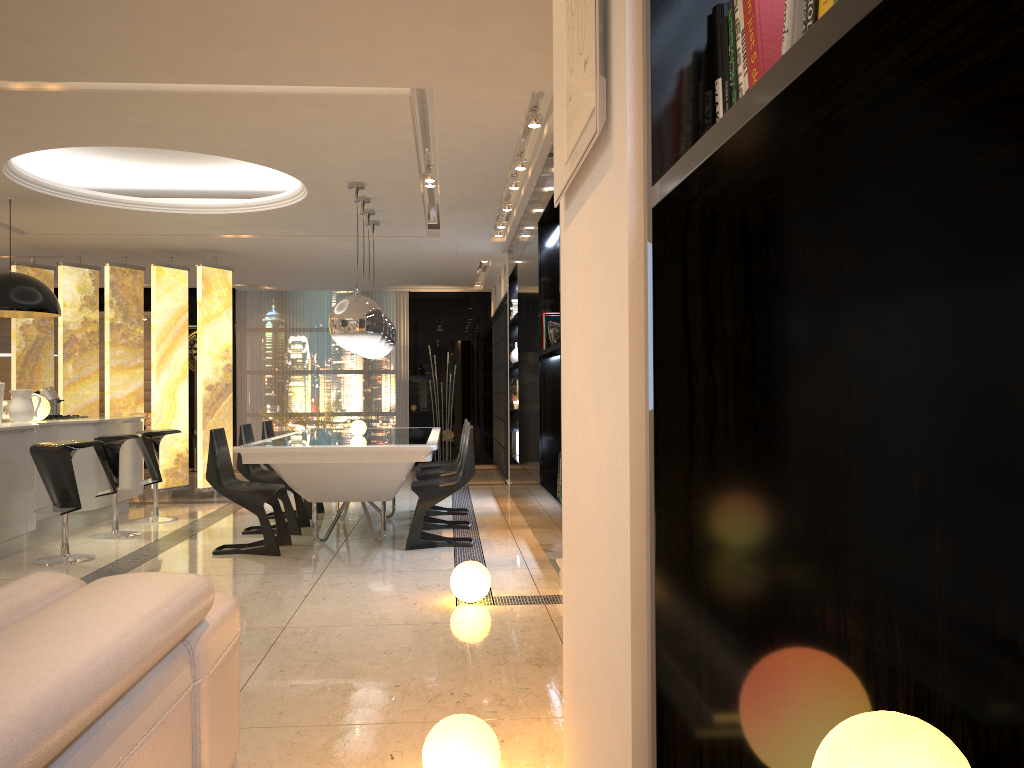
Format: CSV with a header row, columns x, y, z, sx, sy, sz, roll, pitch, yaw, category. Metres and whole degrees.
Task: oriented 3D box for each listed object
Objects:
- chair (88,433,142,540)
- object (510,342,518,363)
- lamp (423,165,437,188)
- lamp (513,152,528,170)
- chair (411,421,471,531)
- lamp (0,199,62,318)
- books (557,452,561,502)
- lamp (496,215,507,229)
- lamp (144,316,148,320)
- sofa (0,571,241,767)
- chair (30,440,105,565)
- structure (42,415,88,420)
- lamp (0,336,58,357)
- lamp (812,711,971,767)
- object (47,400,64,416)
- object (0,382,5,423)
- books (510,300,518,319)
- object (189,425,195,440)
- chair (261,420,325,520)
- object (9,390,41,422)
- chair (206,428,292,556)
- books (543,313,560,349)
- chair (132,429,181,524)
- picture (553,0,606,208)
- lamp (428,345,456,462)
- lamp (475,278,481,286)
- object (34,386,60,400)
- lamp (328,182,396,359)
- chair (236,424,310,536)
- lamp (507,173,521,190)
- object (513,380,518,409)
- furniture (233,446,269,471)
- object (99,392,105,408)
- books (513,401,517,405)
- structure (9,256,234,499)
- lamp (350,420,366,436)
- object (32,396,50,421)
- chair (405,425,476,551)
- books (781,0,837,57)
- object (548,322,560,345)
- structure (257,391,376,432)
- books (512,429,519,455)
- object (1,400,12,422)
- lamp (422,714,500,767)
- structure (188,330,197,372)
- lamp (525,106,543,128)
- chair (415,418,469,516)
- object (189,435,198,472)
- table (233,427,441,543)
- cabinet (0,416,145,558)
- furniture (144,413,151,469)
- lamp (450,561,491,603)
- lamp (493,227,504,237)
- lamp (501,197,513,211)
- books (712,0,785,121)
x,y,z,sx,sy,sz,roll,pitch,yaw,category
-3.090,0.787,6.907,0.380,0.789,0.380,0,-1,-21,chair
0.086,-0.407,9.262,0.210,0.395,0.180,0,-1,-1,object
-0.616,-1.561,6.665,0.107,0.127,0.271,0,-1,-4,lamp
0.060,-1.569,6.241,0.107,0.127,0.107,0,-1,-23,lamp
-0.579,0.740,7.271,0.496,0.858,0.523,0,-1,-4,chair
-3.906,-0.991,6.904,0.710,0.898,0.710,0,-1,6,lamp
0.388,0.555,5.335,0.222,0.296,0.345,0,-1,-4,books
-0.101,-1.548,8.458,0.107,0.127,0.107,0,-1,-23,lamp
-5.762,-1.066,13.903,0.107,0.127,0.107,0,-1,-23,lamp
-1.106,0.735,0.878,1.145,0.754,2.328,0,-1,-4,sofa
-2.978,0.777,5.909,0.380,0.789,0.380,-1,-1,29,chair
-4.235,0.301,7.991,0.502,0.026,0.811,0,-1,-4,structure
-6.527,-0.859,11.130,1.578,0.995,0.939,0,-1,-4,lamp
0.514,0.554,1.194,0.212,0.214,0.213,-1,-1,35,lamp
-4.210,0.214,7.993,0.266,0.147,0.253,-1,-1,39,object
-4.062,0.136,6.812,0.288,0.330,0.288,0,-1,13,object
0.103,-0.778,9.278,0.259,0.188,0.302,0,-1,3,books
-4.506,0.744,12.794,0.330,0.297,0.032,0,-1,-4,object
-1.955,0.755,7.917,0.496,0.858,0.523,0,-1,-4,chair
-3.847,0.173,6.993,0.211,0.254,0.183,0,-1,-42,object
-1.831,0.738,6.206,0.496,0.858,0.523,0,-1,-4,chair
0.331,-0.373,6.233,0.210,0.270,0.236,0,-1,-4,books
-3.111,0.795,7.741,0.380,0.789,0.380,0,-1,-36,chair
0.133,-0.790,1.828,0.027,0.729,0.610,0,-1,-4,picture
-1.032,0.327,13.194,0.418,1.801,0.200,0,-1,-4,lamp
-0.503,-1.502,13.017,0.107,0.127,0.107,0,-1,-23,lamp
-4.218,0.128,7.991,0.249,0.212,0.256,-1,-1,31,object
-1.184,-0.841,7.168,0.408,1.226,1.827,0,-1,-4,lamp
-1.893,0.747,7.070,0.496,0.858,0.523,0,-1,-4,chair
0.016,-1.564,6.836,0.107,0.127,0.107,0,-1,-23,lamp
0.107,0.094,8.881,0.177,0.311,0.177,0,-1,-4,object
-3.697,1.061,12.842,0.735,0.357,0.735,0,-1,-2,furniture
-6.490,0.462,13.911,0.390,0.718,0.388,0,-1,-13,object
0.118,0.213,9.261,0.209,0.073,0.266,0,-1,-1,books
-4.085,-0.066,9.357,2.180,2.555,0.448,0,-1,-4,structure
-1.219,0.349,7.035,0.125,0.125,0.125,0,-1,-44,lamp
-3.879,0.197,7.218,0.212,0.214,0.213,0,-1,-44,object
-0.518,0.732,6.424,0.496,0.858,0.523,0,-1,-4,chair
0.428,-0.429,0.997,0.212,0.261,0.210,0,-1,-4,books
0.337,-0.327,5.921,0.193,0.177,0.375,0,-1,-3,object
-2.745,0.660,12.504,1.282,1.142,1.275,-1,-1,42,structure
0.112,0.607,9.325,0.210,0.270,0.236,0,-1,-4,books
-4.087,0.217,7.132,0.211,0.174,0.211,-1,-1,43,object
-0.138,1.014,2.418,0.212,0.214,0.213,-1,-1,35,lamp
-4.568,-0.480,13.175,0.669,0.669,0.048,0,-1,-4,structure
0.132,-1.579,5.239,0.107,0.127,0.107,0,-1,-23,lamp
-0.637,0.748,8.076,0.496,0.858,0.523,0,-1,-4,chair
-4.497,0.991,12.697,0.261,0.508,0.325,0,-1,-4,object
-1.229,0.792,7.124,1.293,0.759,3.031,0,-1,-4,table
-3.952,0.744,6.853,1.046,0.887,3.752,0,-1,-4,cabinet
-5.732,0.857,13.653,1.312,0.810,1.107,0,-1,-4,furniture
-0.217,1.035,4.645,0.212,0.214,0.213,-1,-1,35,lamp
-0.133,-1.543,8.906,0.107,0.127,0.107,0,-1,-23,lamp
-0.042,-1.556,7.648,0.107,0.127,0.107,0,-1,-23,lamp
0.407,-0.431,1.228,0.208,0.270,0.240,0,-1,-4,books
